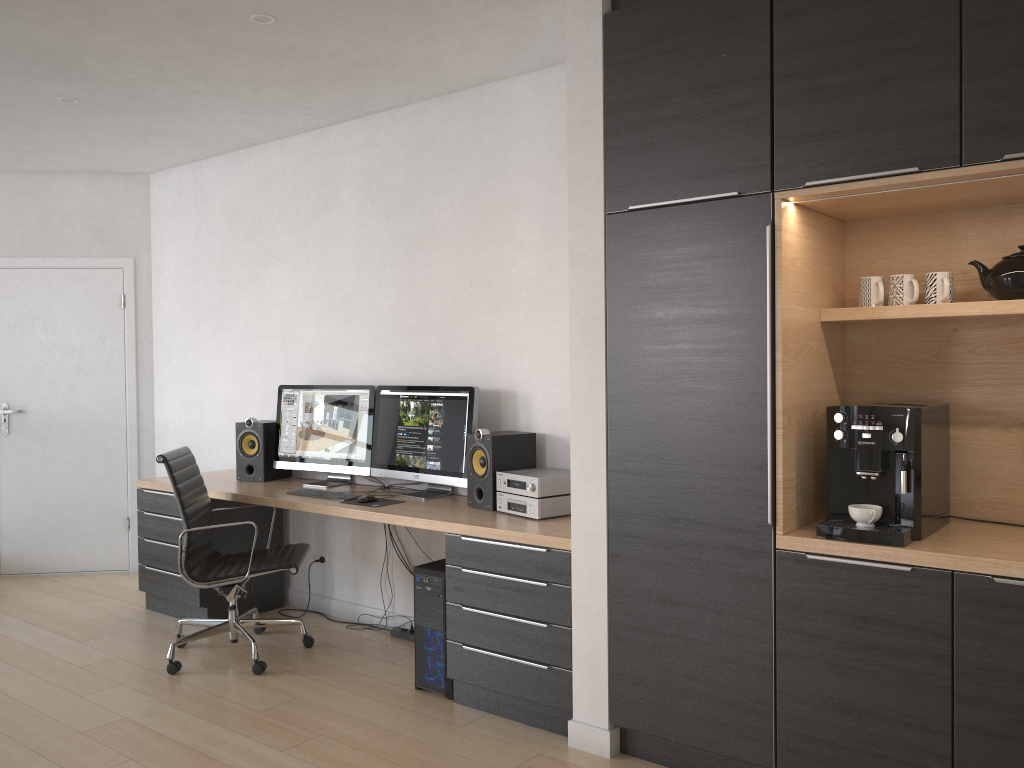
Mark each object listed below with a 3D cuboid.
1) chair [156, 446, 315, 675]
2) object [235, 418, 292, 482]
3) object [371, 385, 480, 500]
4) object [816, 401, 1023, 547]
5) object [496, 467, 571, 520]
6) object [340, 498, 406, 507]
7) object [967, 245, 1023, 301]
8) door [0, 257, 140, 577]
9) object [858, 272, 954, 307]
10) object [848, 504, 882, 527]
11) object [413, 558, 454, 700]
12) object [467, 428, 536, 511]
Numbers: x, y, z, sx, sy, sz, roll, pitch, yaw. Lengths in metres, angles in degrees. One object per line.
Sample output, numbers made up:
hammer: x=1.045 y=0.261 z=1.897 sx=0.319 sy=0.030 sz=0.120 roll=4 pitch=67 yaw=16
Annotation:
chair: x=-1.324 y=0.806 z=4.290 sx=0.699 sy=0.991 sz=0.664 roll=-1 pitch=1 yaw=-1
object: x=-1.408 y=0.363 z=5.025 sx=0.198 sy=0.354 sz=0.249 roll=0 pitch=1 yaw=23
object: x=-0.418 y=0.276 z=4.305 sx=0.716 sy=0.535 sz=0.190 roll=0 pitch=2 yaw=43
object: x=1.314 y=0.260 z=2.701 sx=0.618 sy=0.398 sz=0.584 roll=0 pitch=2 yaw=39
object: x=0.117 y=0.461 z=3.761 sx=0.270 sy=0.174 sz=0.285 roll=-2 pitch=1 yaw=-37
object: x=-0.647 y=0.549 z=4.124 sx=0.250 sy=0.002 sz=0.200 roll=0 pitch=2 yaw=38
object: x=1.556 y=-0.335 z=2.687 sx=0.213 sy=0.171 sz=0.240 roll=-1 pitch=1 yaw=-15
door: x=-3.027 y=0.221 z=5.964 sx=0.974 sy=2.136 sz=0.085 roll=-1 pitch=1 yaw=-7
object: x=1.282 y=-0.303 z=2.898 sx=0.297 sy=0.105 sz=0.112 roll=0 pitch=2 yaw=40
object: x=1.056 y=0.395 z=2.653 sx=0.095 sy=0.057 sz=0.099 roll=0 pitch=2 yaw=41
object: x=-0.199 y=1.036 z=3.881 sx=0.215 sy=0.527 sz=0.474 roll=0 pitch=2 yaw=38
object: x=-0.050 y=0.370 z=3.967 sx=0.249 sy=0.354 sz=0.198 roll=-2 pitch=1 yaw=-37
